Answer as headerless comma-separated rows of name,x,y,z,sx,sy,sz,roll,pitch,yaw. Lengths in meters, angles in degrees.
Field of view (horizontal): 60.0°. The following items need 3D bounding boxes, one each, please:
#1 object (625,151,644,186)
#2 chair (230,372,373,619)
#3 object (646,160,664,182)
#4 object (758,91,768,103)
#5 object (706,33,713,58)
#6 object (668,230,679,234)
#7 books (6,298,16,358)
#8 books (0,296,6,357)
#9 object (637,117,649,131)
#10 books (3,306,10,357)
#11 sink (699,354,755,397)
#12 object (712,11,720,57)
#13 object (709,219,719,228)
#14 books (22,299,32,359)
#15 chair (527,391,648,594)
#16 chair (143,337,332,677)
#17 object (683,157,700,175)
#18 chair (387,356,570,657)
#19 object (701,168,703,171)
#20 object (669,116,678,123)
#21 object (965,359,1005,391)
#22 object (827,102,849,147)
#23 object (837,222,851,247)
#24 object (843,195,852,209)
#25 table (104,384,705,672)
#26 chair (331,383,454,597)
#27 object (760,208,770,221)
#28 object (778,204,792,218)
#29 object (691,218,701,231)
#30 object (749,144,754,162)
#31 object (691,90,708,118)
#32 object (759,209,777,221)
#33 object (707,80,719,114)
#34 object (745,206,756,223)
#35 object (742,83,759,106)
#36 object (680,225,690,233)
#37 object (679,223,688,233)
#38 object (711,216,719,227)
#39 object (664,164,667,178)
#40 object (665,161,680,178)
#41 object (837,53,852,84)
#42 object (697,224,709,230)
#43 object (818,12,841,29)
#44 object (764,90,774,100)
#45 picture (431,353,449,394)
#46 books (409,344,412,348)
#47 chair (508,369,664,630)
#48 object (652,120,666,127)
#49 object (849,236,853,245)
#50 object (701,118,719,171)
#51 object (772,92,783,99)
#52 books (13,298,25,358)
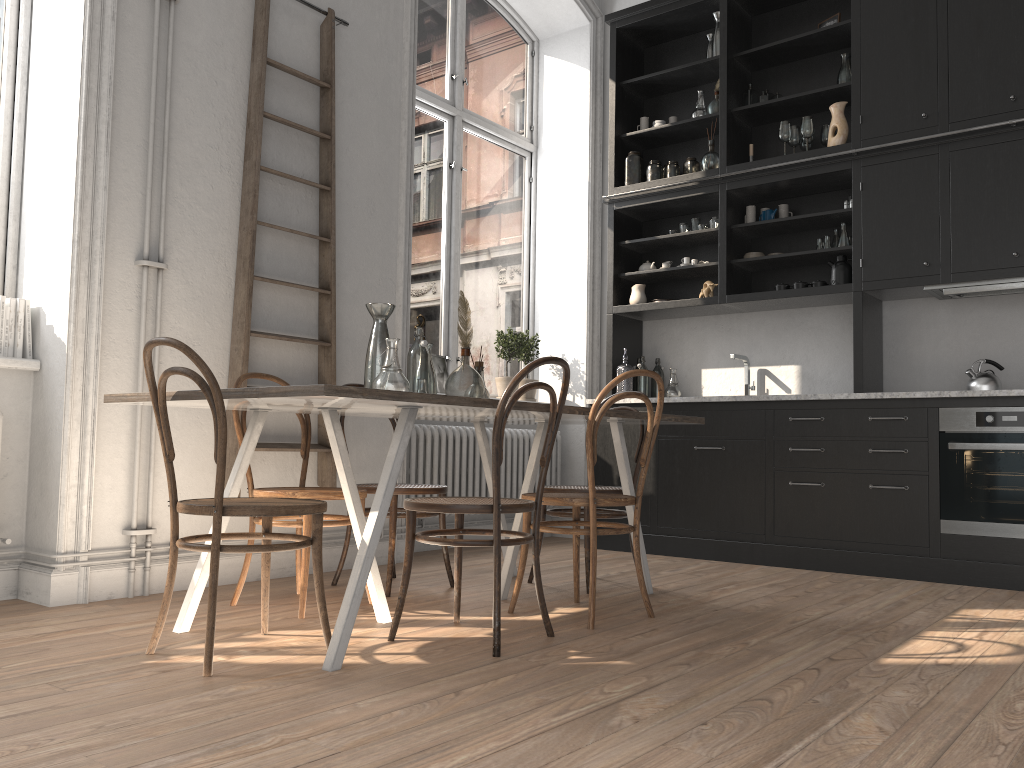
object,0.821,-1.430,5.945,0.118,0.238,0.118,-1,-4,23
chair,-0.834,0.406,3.508,0.549,0.920,0.438,-2,-5,36
object,0.946,-1.392,5.871,0.114,0.155,0.114,-2,-5,41
object,1.566,-1.766,5.528,0.053,0.125,0.041,1,-4,5
object,1.305,-2.172,5.819,0.070,0.231,0.067,-1,-4,34
object,1.061,-0.981,5.827,0.071,0.047,0.072,2,-4,-14
books,-2.059,-0.218,3.580,0.175,0.243,0.024,-2,-5,38
books,-2.069,-0.222,3.531,0.174,0.243,0.019,-2,-5,38
object,0.899,-1.746,6.062,0.059,0.135,0.082,3,-4,-24
books,-2.057,-0.202,3.549,0.155,0.205,0.020,-2,-5,38
sink,1.350,0.061,5.455,0.526,0.504,0.514,-2,-5,38
object,1.340,-2.227,5.732,0.100,0.330,0.097,-1,-4,34
object,1.282,-1.002,5.626,0.064,0.069,0.064,-1,-5,30
books,-2.007,-0.215,3.612,0.174,0.244,0.040,-2,-5,38
chair,0.385,0.477,4.178,0.549,0.920,0.438,4,-5,-40
chair,-0.824,0.345,2.655,0.549,0.920,0.438,5,-5,-44
object,1.188,-1.401,5.874,0.092,0.184,0.092,4,-5,-38
chair,-0.094,0.378,2.928,0.549,0.920,0.438,-1,-4,33
object,1.276,-1.405,5.799,0.082,0.185,0.082,-2,-5,38
object,1.102,-1.745,6.026,0.059,0.135,0.082,3,-4,-29
object,2.484,-0.040,4.667,0.171,0.186,0.171,4,-5,-41
object,1.884,-1.484,5.121,0.094,0.267,0.116,2,-4,-10
object,1.923,-0.853,5.137,0.083,0.158,0.083,0,-4,22
object,1.975,-1.045,5.186,0.040,0.116,0.080,3,-4,-32
table,-0.247,0.481,3.434,1.100,0.779,2.201,-2,-5,38
chair,-0.546,0.448,4.008,0.549,0.920,0.438,-3,-5,45
object,1.585,-1.034,5.576,0.082,0.135,0.059,3,-4,-24
object,1.691,-1.039,5.486,0.082,0.135,0.059,0,-4,21
object,1.189,-1.015,5.739,0.060,0.107,0.060,3,-4,-25
object,1.484,-1.412,5.497,0.123,0.161,0.123,5,-5,-43
object,1.234,-1.802,5.792,0.132,0.219,0.132,0,-4,12
object,1.580,-1.021,5.467,0.082,0.093,0.140,1,-4,3
object,1.316,-1.868,5.692,0.123,0.340,0.118,3,-4,-33
object,1.491,-1.038,5.543,0.059,0.135,0.082,1,-4,6
object,1.504,-1.800,5.593,0.084,0.199,0.065,3,-4,-30
object,1.124,-0.995,5.772,0.064,0.069,0.064,1,-4,-5
object,1.132,-1.007,5.868,0.060,0.107,0.060,1,-4,5
object,1.310,-1.016,5.699,0.060,0.107,0.060,0,-4,10
object,1.060,-1.390,5.999,0.092,0.184,0.092,1,-4,3
object,1.059,-1.388,5.851,0.096,0.150,0.097,-1,-4,26
object,1.996,-1.840,5.299,0.110,0.255,0.100,1,-4,3
object,1.223,-0.989,5.676,0.071,0.047,0.072,2,-4,-14
object,1.919,-2.140,5.342,0.056,0.121,0.167,3,-4,-27
object,1.619,-1.783,5.643,0.065,0.177,0.084,3,-4,-30
picture,-0.488,-0.054,5.629,0.149,0.264,0.222,0,-4,21
books,-0.715,-0.231,5.283,0.159,0.024,0.201,-1,-5,28
chair,0.292,0.417,3.368,0.438,0.920,0.549,4,-5,-41
object,0.999,-1.728,6.014,0.096,0.095,0.096,2,-4,-18
object,2.001,-0.817,5.255,0.067,0.108,0.067,-1,-4,26
object,1.260,-1.507,5.600,0.134,0.357,0.134,2,-4,-7
object,1.657,-1.762,5.540,0.044,0.121,0.058,3,-4,-25
books,-2.028,-0.217,3.588,0.175,0.243,0.024,-2,-5,38
